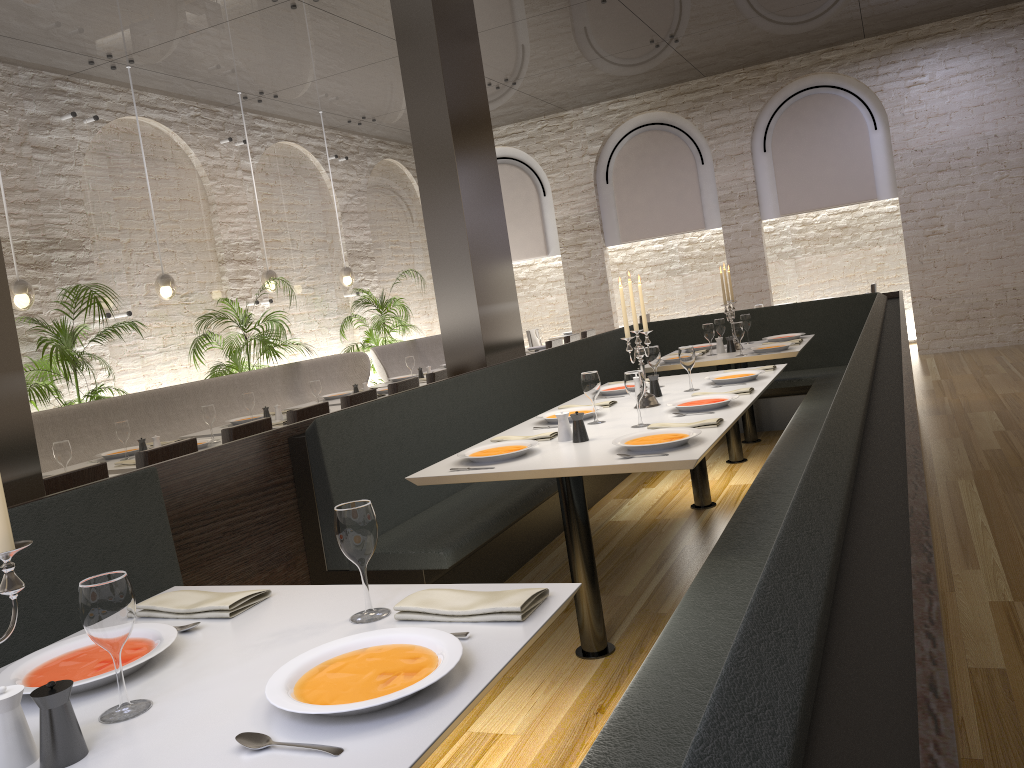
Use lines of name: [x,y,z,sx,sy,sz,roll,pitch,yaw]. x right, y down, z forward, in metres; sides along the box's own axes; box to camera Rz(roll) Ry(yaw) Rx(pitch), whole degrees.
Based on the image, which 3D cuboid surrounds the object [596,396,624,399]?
object: [0.523,0.071,4.789,0.185,0.010,0.017,-6,5,24]

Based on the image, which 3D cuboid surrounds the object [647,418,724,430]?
object: [0.684,0.161,3.493,0.272,0.033,0.143,-6,5,24]

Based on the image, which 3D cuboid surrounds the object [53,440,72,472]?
object: [-2.266,0.405,4.490,0.086,0.230,0.086,-10,3,-24]

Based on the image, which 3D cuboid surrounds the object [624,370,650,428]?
object: [0.519,0.062,3.673,0.086,0.230,0.086,-10,3,-24]

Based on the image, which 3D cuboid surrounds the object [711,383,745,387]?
object: [1.110,0.003,4.549,0.181,0.015,0.038,-6,5,26]

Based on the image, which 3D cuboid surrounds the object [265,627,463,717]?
object: [-0.236,0.476,1.445,0.321,0.036,0.323,-4,7,44]

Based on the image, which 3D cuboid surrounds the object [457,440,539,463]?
object: [-0.052,0.268,3.447,0.321,0.036,0.323,-6,5,22]

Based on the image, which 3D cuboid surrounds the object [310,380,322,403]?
object: [-1.466,0.089,6.664,0.086,0.230,0.086,-10,3,-24]

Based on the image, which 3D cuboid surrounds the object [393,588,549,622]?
object: [-0.079,0.427,1.739,0.272,0.033,0.143,-6,5,24]

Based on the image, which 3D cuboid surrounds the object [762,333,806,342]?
object: [2.074,-0.349,6.758,0.322,0.036,0.322,-10,5,-17]

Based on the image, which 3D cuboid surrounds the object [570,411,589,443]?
object: [0.266,0.171,3.524,0.069,0.126,0.068,-11,4,-34]

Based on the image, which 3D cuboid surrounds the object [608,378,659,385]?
object: [0.728,-0.010,5.308,0.272,0.033,0.143,-6,5,24]

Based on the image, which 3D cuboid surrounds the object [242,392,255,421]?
object: [-1.877,0.178,6.354,0.086,0.230,0.086,-10,3,-24]

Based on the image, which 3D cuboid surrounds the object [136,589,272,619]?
object: [-0.703,0.495,2.019,0.272,0.033,0.143,-6,5,24]

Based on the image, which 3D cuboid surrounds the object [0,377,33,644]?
object: [-0.766,0.271,1.083,0.131,0.655,0.392,-7,4,35]

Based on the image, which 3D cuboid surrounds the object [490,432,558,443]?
object: [0.061,0.229,3.773,0.272,0.033,0.143,-6,5,24]

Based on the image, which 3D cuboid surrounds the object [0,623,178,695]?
object: [-0.810,0.538,1.705,0.321,0.036,0.323,-4,7,44]

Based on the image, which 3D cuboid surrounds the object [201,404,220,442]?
object: [-1.916,0.250,5.628,0.086,0.230,0.086,-7,4,30]

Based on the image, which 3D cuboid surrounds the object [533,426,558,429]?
object: [0.182,0.193,4.005,0.185,0.010,0.017,-6,5,24]

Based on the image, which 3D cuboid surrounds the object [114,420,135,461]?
object: [-2.327,0.339,5.318,0.087,0.230,0.086,-9,3,-18]

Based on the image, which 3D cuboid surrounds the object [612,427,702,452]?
object: [0.521,0.206,3.187,0.321,0.036,0.322,-8,5,0]

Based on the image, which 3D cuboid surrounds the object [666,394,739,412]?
object: [0.849,0.088,3.942,0.321,0.036,0.323,-4,7,44]

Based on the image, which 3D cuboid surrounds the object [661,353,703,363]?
object: [1.203,-0.181,6.338,0.321,0.036,0.322,-8,5,0]

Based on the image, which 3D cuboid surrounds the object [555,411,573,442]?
object: [0.211,0.172,3.602,0.069,0.126,0.068,-12,4,-43]

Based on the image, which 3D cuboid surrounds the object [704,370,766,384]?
object: [1.187,-0.032,4.718,0.321,0.036,0.323,-7,5,20]

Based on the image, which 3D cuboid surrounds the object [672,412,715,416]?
object: [0.769,0.124,3.765,0.181,0.015,0.038,-6,5,26]

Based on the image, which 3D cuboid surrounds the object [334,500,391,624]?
object: [-0.303,0.355,1.783,0.086,0.230,0.087,-6,4,36]

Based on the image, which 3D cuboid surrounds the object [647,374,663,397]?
object: [0.732,0.008,4.550,0.068,0.126,0.069,-7,3,18]

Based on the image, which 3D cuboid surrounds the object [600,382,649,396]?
object: [0.613,0.030,4.978,0.321,0.036,0.323,-7,5,20]

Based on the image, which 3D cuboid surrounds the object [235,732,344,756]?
object: [-0.319,0.513,1.260,0.181,0.015,0.038,-6,5,26]

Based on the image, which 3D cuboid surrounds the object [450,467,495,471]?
object: [-0.145,0.310,3.253,0.185,0.010,0.017,-6,5,24]

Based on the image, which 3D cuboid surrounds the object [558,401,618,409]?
object: [0.387,0.112,4.524,0.272,0.033,0.143,-6,5,24]

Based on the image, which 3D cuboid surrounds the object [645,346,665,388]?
object: [0.796,-0.095,4.950,0.086,0.230,0.087,-6,4,36]

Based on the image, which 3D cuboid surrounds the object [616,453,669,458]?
object: [0.443,0.241,3.014,0.181,0.015,0.038,-6,5,26]

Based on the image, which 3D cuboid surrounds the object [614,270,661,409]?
object: [0.600,-0.217,4.226,0.131,0.655,0.392,-7,4,35]

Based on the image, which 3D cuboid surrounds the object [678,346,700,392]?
object: [0.915,-0.079,4.583,0.086,0.230,0.087,-6,4,36]

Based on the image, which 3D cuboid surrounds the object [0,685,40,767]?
object: [-0.765,0.521,1.346,0.068,0.126,0.069,-7,3,18]

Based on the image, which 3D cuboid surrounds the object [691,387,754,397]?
object: [1.011,0.044,4.244,0.272,0.033,0.143,-6,5,24]

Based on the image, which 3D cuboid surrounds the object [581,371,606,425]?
object: [0.360,0.061,3.947,0.086,0.230,0.087,-7,3,24]

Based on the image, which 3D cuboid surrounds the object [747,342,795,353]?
object: [1.778,-0.243,6.077,0.321,0.036,0.322,-8,5,0]

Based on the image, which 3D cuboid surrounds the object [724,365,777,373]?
object: [1.352,-0.078,5.028,0.272,0.033,0.143,-6,5,24]

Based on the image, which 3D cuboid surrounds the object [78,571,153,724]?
object: [-0.664,0.437,1.481,0.086,0.230,0.087,-6,4,36]

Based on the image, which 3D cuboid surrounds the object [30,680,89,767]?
object: [-0.685,0.510,1.336,0.068,0.126,0.069,-7,3,18]

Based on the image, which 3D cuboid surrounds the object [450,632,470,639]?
object: [-0.161,0.459,1.622,0.185,0.010,0.017,-6,5,24]

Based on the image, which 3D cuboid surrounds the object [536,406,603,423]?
object: [0.275,0.151,4.202,0.321,0.036,0.323,-4,7,44]

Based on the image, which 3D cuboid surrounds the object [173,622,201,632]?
object: [-0.736,0.518,1.893,0.181,0.015,0.038,-6,5,26]
